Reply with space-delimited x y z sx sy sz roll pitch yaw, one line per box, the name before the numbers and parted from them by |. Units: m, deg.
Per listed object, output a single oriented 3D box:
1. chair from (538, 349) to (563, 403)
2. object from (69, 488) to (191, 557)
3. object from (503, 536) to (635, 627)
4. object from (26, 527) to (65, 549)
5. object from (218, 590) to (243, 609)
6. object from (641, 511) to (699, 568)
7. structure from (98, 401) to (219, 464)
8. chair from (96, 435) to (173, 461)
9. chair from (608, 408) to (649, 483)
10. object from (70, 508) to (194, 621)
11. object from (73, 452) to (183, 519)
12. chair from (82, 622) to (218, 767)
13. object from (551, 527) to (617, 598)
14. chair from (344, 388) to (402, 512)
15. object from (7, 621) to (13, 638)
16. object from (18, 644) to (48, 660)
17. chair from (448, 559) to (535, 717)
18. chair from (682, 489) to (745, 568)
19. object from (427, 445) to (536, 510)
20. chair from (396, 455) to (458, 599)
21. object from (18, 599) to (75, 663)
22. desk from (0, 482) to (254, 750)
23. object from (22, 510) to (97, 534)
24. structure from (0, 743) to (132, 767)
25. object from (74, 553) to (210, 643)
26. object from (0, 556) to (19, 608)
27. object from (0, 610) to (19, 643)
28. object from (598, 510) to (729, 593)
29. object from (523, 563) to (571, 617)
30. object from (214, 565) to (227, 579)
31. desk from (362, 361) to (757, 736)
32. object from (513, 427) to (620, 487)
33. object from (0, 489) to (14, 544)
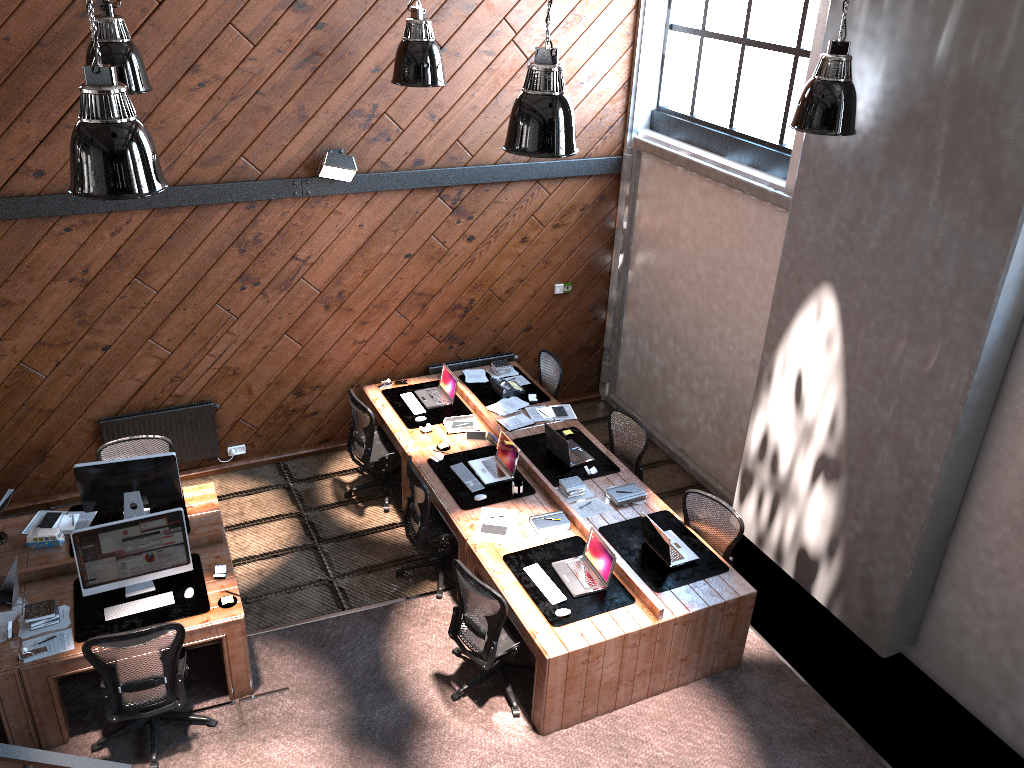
chair | 0.201 0.239 9.279 0.792 1.085 0.770 -17 33 -33
object | -2.984 1.060 6.913 0.848 0.008 0.687 -9 30 -22
object | 0.406 1.432 6.532 0.687 0.008 0.848 -10 30 -24
object | -3.473 1.147 6.605 0.253 0.146 0.128 -3 28 -12
object | -1.968 1.495 6.151 0.158 0.026 0.154 13 29 18
object | 1.209 1.155 6.774 0.320 0.288 0.380 -10 30 -24
structure | -3.312 0.526 8.447 1.064 0.628 0.073 -10 30 -24
chair | -3.060 1.026 7.431 0.770 1.085 0.792 -17 33 -33
chair | 0.888 0.837 8.189 0.770 1.085 0.792 25 35 37
object | -2.613 1.175 6.132 0.714 0.573 0.610 -11 30 -24
object | -2.923 0.793 6.847 0.811 0.578 0.663 17 31 25
chair | -2.451 1.880 5.838 0.770 1.085 0.792 -17 33 -33
object | 0.520 1.297 6.491 0.323 0.283 0.390 -9 30 -22
chair | -1.263 0.542 8.546 0.770 1.085 0.792 25 35 37
object | -3.253 1.598 5.747 0.034 0.102 0.076 -10 30 -23
object | -3.044 1.689 5.629 0.159 0.064 0.054 -17 34 -34
chair | -0.114 1.705 6.410 0.770 1.085 0.792 19 31 28
chair | 1.428 1.462 7.035 0.770 1.085 0.792 19 31 28
object | -0.276 0.797 7.693 0.687 0.008 0.848 -10 30 -24
chair | -0.604 1.114 7.505 0.792 1.085 0.770 -17 33 -33
object | -3.056 1.586 5.789 0.319 0.098 0.478 -11 30 -25
desk | -4.066 1.786 6.127 4.117 0.840 1.748 -9 30 -22
object | -3.477 1.060 6.834 0.467 0.017 0.304 1 27 -3
structure | -4.258 2.180 2.635 5.793 4.603 10.620 -10 30 -24
object | -2.578 1.467 6.165 0.848 0.008 0.687 -9 30 -22
object | -3.418 1.342 5.982 0.178 0.320 0.165 -5 28 -16
object | -3.412 1.602 5.827 0.246 0.002 0.315 -2 28 -10
object | 1.168 1.281 6.900 0.687 0.008 0.848 -10 30 -24
object | 0.265 1.478 6.391 0.139 0.040 0.577 -10 30 -23
object | -2.099 1.353 6.374 0.082 0.063 0.106 -1 28 -9
desk | 0.123 1.063 7.943 1.748 0.840 4.117 -10 30 -24
object | 0.486 0.646 8.061 0.687 0.008 0.848 -10 30 -24
object | -3.870 0.994 6.537 0.304 0.380 0.417 22 33 32
